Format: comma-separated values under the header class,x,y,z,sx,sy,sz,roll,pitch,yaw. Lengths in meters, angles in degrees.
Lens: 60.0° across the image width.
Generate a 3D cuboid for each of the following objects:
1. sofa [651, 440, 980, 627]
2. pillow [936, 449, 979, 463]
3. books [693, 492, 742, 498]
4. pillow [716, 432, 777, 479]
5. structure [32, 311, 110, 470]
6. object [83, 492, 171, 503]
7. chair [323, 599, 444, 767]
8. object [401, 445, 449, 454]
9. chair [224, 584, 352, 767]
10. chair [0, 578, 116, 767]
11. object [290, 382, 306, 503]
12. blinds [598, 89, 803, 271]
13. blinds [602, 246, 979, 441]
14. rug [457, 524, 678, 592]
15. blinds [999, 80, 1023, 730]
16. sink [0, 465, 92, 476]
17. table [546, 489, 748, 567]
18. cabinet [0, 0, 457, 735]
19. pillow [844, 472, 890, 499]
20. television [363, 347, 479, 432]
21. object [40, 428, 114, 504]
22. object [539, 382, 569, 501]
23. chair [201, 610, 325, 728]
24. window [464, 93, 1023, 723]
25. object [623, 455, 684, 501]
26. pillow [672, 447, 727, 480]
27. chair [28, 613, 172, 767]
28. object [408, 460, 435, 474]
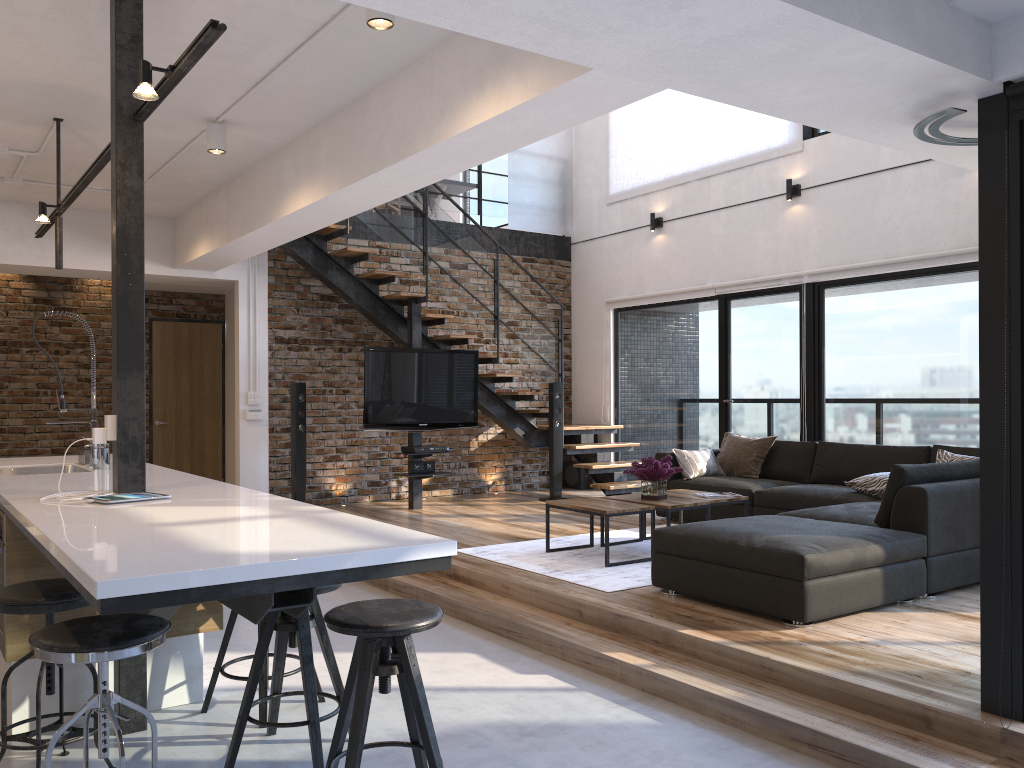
class,x,y,z,sx,sy,sz,roll,pitch,yaw
sofa,1.676,0.788,6.079,2.999,0.700,3.044,0,-1,-35
pillow,2.992,0.598,5.815,0.250,0.314,0.532,0,-1,-31
books,1.448,0.783,6.250,0.295,0.013,0.229,0,-1,-14
pillow,1.966,0.612,7.628,0.265,0.382,0.609,0,-1,-34
structure,-2.221,0.029,4.716,0.392,0.813,0.507,0,0,5
object,-1.352,0.402,3.118,0.188,0.013,0.240,-1,-1,40
chair,-0.379,0.988,2.649,0.366,0.630,0.367,0,0,-20
object,-0.811,0.610,8.278,0.360,0.058,0.275,0,-1,-35
chair,-0.773,0.997,3.138,0.365,0.630,0.365,0,0,10
chair,-1.544,0.994,2.966,0.357,0.636,0.357,0,0,34
object,-1.973,0.589,8.201,0.271,1.206,0.271,0,0,-45
blinds,0.399,-2.763,9.207,10.204,2.976,1.995,-1,0,34
blinds,2.563,0.031,7.733,0.095,2.044,5.369,0,-1,-35
rug,0.922,1.140,6.058,2.113,0.003,1.637,0,-1,-35
blinds,2.451,0.065,2.775,1.829,2.052,3.861,0,-1,10
sink,-2.401,0.545,4.528,0.406,0.203,0.706,0,-1,-35
table,0.949,0.964,6.084,1.298,0.350,0.697,0,-1,-34
cabinet,-3.027,-0.091,4.362,2.473,2.871,9.116,0,-1,-35
pillow,2.650,0.712,6.266,0.531,0.177,0.356,0,-1,-37
television,-0.853,0.061,8.315,1.207,0.783,0.136,0,0,-34
object,-1.572,0.286,3.188,0.214,0.246,0.417,0,-1,-14
object,0.447,0.588,9.034,0.271,1.206,0.271,0,0,-30
chair,-1.016,1.006,3.630,0.367,0.630,0.366,0,0,30
window,1.072,-1.427,6.970,5.663,5.567,13.399,0,-1,-35
object,0.975,0.619,6.080,0.375,0.343,0.342,0,0,-33
pillow,1.604,0.678,7.560,0.498,0.265,0.212,0,0,-34
chair,-1.127,0.985,2.442,0.358,0.636,0.356,0,0,10
object,-0.850,0.782,8.347,0.247,0.112,0.088,0,-1,-35
